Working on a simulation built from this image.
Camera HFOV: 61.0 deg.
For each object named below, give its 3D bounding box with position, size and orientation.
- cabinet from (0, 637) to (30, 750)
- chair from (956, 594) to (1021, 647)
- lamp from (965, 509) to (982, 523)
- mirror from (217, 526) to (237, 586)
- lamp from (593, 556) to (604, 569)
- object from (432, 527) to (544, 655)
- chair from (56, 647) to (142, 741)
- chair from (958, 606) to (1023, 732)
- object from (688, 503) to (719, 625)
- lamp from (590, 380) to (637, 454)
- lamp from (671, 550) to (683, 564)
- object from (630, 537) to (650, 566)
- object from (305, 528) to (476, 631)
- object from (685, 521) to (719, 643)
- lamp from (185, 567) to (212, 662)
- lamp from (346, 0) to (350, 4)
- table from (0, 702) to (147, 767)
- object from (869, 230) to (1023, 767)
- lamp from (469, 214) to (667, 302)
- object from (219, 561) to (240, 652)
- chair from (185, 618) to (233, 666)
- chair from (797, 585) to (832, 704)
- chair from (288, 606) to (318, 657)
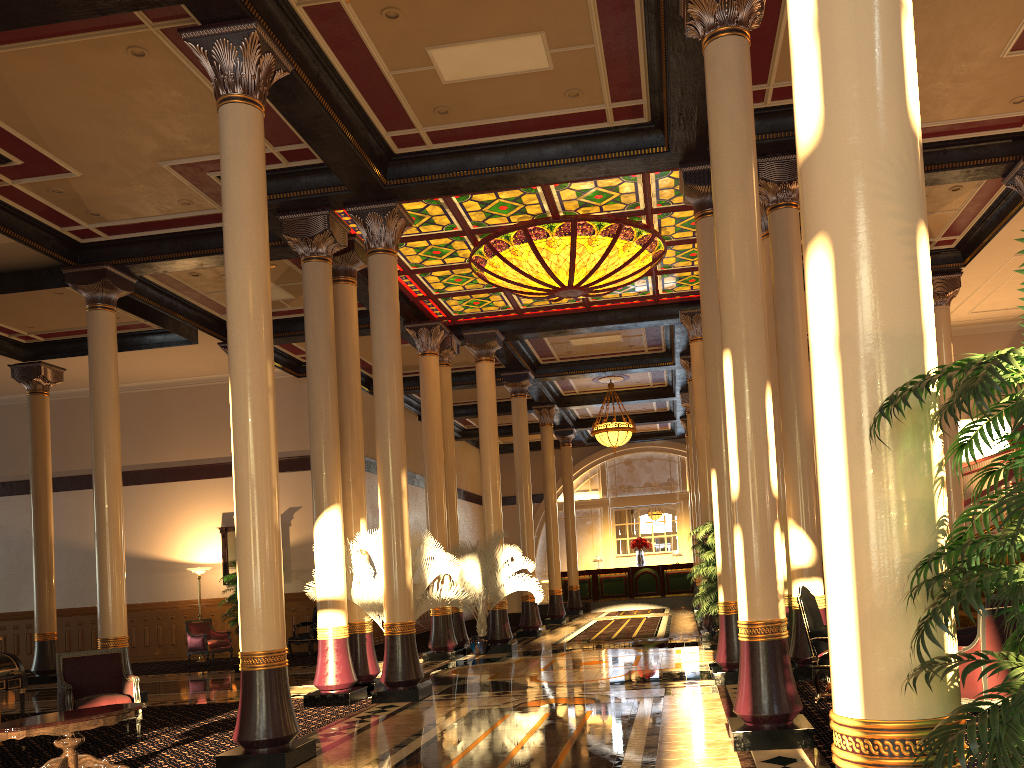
[{"bbox_3d":[-5.123,2.985,8.205,0.529,1.114,0.954,-4,-6,9],"label":"cabinet"},{"bbox_3d":[4.162,2.294,7.494,0.659,0.913,0.675,-2,-6,-22],"label":"chair"},{"bbox_3d":[8.101,3.178,15.238,0.587,1.999,0.577,-3,-3,-10],"label":"lamp"},{"bbox_3d":[-5.805,3.632,19.201,1.373,1.544,0.202,-5,-2,7],"label":"mirror"},{"bbox_3d":[2.915,6.030,29.357,0.438,0.440,0.413,2,-9,-36],"label":"lamp"},{"bbox_3d":[-0.328,3.686,15.507,1.801,2.256,2.126,-5,-7,12],"label":"object"},{"bbox_3d":[-4.132,3.132,8.697,0.708,0.913,0.628,1,-7,-37],"label":"chair"},{"bbox_3d":[3.525,2.125,6.526,0.700,0.913,0.636,-1,-6,-22],"label":"chair"},{"bbox_3d":[2.728,2.470,10.669,1.115,2.137,1.011,-1,-5,-33],"label":"object"},{"bbox_3d":[2.563,0.842,22.105,1.185,1.893,1.207,-4,-5,3],"label":"lamp"},{"bbox_3d":[5.513,5.785,29.063,0.438,0.440,0.413,2,-9,-36],"label":"lamp"},{"bbox_3d":[6.085,0.716,15.048,0.677,4.237,30.106,-3,-12,-8],"label":"object"},{"bbox_3d":[-1.481,2.866,11.379,2.061,2.242,1.830,-3,-6,-4],"label":"object"},{"bbox_3d":[3.491,3.324,14.770,1.039,2.136,1.086,-4,-4,-3],"label":"object"},{"bbox_3d":[-6.668,4.939,18.603,0.599,1.999,0.565,-2,-3,-31],"label":"lamp"},{"bbox_3d":[-0.863,-2.828,4.343,1.185,1.893,1.207,-4,-5,3],"label":"lamp"},{"bbox_3d":[-3.463,2.862,6.808,0.680,0.529,1.274,-10,-12,34],"label":"table"},{"bbox_3d":[1.462,0.665,2.064,1.115,2.137,1.011,-1,-5,-33],"label":"object"},{"bbox_3d":[0.859,-1.659,13.135,2.971,0.596,3.075,-5,-12,6],"label":"lamp"},{"bbox_3d":[-5.648,4.772,18.481,1.115,2.137,1.011,-1,-5,-33],"label":"object"},{"bbox_3d":[-6.228,5.304,17.913,0.627,0.913,0.710,-7,-7,28],"label":"chair"},{"bbox_3d":[3.127,2.437,8.227,0.727,1.091,0.764,-6,-6,23],"label":"chair"},{"bbox_3d":[-4.249,5.159,18.286,0.718,1.091,0.773,-7,-6,33],"label":"chair"}]
